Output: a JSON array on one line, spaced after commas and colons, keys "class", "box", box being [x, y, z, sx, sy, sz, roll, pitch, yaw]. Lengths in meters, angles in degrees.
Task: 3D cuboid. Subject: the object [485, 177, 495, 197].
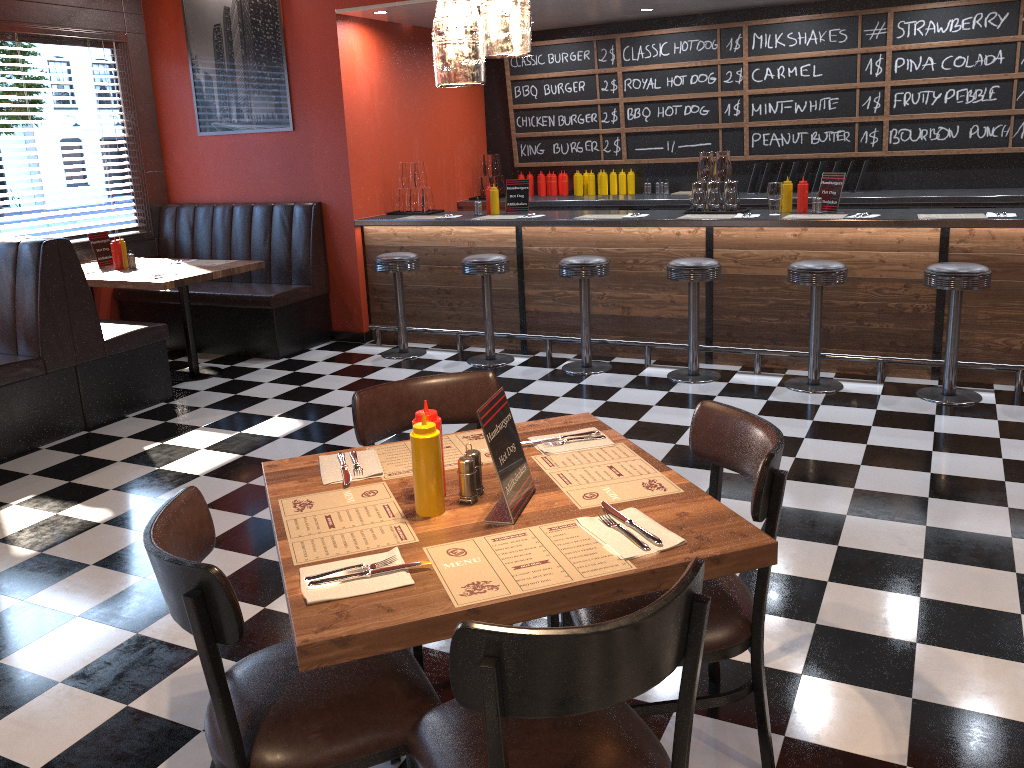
[{"class": "object", "box": [-0.213, -1.905, 8.599, 0.105, 0.207, 0.106, 0, 14, 11]}]

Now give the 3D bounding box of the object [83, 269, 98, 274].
[{"class": "object", "box": [-3.093, -0.804, 6.364, 0.157, 0.019, 0.257, 3, 17, 20]}]

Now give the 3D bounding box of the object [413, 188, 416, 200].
[{"class": "object", "box": [-0.805, -1.533, 7.383, 0.105, 0.207, 0.106, 0, 14, 11]}]

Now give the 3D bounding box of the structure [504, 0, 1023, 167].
[{"class": "structure", "box": [2.018, -2.506, 7.621, 4.548, 1.135, 0.202, 5, 16, 26]}]

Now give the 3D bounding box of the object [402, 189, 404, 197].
[{"class": "object", "box": [-0.903, -1.546, 7.444, 0.105, 0.207, 0.106, 0, 14, 11]}]

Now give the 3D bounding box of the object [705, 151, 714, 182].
[{"class": "object", "box": [1.380, -1.535, 6.254, 0.105, 0.207, 0.106, -7, 15, -18]}]

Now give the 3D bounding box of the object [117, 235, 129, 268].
[{"class": "object", "box": [-2.891, -0.983, 6.563, 0.068, 0.235, 0.068, 3, 15, 24]}]

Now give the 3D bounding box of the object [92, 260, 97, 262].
[{"class": "object", "box": [-3.235, -0.995, 7.064, 0.158, 0.019, 0.257, 6, 18, 29]}]

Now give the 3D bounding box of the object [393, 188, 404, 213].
[{"class": "object", "box": [-0.940, -1.515, 7.341, 0.105, 0.207, 0.106, 0, 14, 11]}]

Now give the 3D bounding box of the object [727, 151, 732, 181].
[{"class": "object", "box": [1.489, -1.528, 6.211, 0.105, 0.207, 0.106, -7, 15, -18]}]

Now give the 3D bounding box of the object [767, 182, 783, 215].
[{"class": "object", "box": [1.744, -1.229, 5.876, 0.105, 0.207, 0.106, -7, 15, -18]}]

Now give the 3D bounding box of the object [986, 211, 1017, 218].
[{"class": "object", "box": [2.885, -1.002, 5.224, 0.157, 0.019, 0.257, 5, 18, 26]}]

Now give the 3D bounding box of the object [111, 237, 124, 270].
[{"class": "object", "box": [-2.887, -0.958, 6.472, 0.068, 0.235, 0.068, 3, 15, 24]}]

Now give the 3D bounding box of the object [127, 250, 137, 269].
[{"class": "object", "box": [-2.788, -0.914, 6.490, 0.047, 0.134, 0.094, -13, 18, -37]}]

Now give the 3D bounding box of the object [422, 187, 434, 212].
[{"class": "object", "box": [-0.698, -1.524, 7.331, 0.105, 0.207, 0.106, 0, 14, 11]}]

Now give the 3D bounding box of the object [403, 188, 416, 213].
[{"class": "object", "box": [-0.846, -1.504, 7.285, 0.105, 0.207, 0.106, 0, 14, 11]}]

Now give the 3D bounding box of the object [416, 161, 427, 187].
[{"class": "object", "box": [-0.759, -1.730, 7.309, 0.105, 0.207, 0.106, 0, 14, 11]}]

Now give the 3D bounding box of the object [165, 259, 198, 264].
[{"class": "object", "box": [-2.512, -0.925, 6.695, 0.157, 0.019, 0.257, 4, 17, 23]}]

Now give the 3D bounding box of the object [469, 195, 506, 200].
[{"class": "object", "box": [-0.211, -1.842, 8.725, 0.273, 0.018, 0.441, 5, 18, 26]}]

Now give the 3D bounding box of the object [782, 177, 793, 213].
[{"class": "object", "box": [1.859, -1.280, 5.983, 0.068, 0.235, 0.068, 8, 18, 38]}]

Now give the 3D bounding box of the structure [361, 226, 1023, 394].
[{"class": "structure", "box": [1.942, -0.478, 5.640, 7.049, 1.029, 0.217, 5, 16, 26]}]

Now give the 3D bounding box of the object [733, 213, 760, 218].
[{"class": "object", "box": [1.556, -1.117, 5.860, 0.157, 0.019, 0.257, 4, 17, 22]}]

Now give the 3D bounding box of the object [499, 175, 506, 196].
[{"class": "object", "box": [-0.100, -1.967, 8.797, 0.105, 0.207, 0.106, 0, 14, 11]}]

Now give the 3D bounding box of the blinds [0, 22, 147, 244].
[{"class": "blinds", "box": [-3.595, -1.847, 6.670, 0.099, 1.618, 1.886, 4, 16, 26]}]

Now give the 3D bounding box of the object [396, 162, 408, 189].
[{"class": "object", "box": [-0.903, -1.712, 7.271, 0.105, 0.207, 0.106, 0, 14, 11]}]

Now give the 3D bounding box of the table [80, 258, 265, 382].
[{"class": "table", "box": [-2.785, -0.480, 6.608, 1.694, 0.766, 0.965, 5, 17, 26]}]

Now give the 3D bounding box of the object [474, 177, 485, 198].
[{"class": "object", "box": [-0.323, -1.912, 8.640, 0.105, 0.207, 0.106, 0, 14, 11]}]

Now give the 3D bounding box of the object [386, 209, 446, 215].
[{"class": "object", "box": [-0.801, -1.425, 7.352, 0.437, 0.018, 0.275, 5, 18, 26]}]

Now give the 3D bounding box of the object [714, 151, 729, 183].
[{"class": "object", "box": [1.445, -1.497, 6.111, 0.105, 0.207, 0.106, -7, 15, -18]}]

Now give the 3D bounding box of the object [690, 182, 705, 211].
[{"class": "object", "box": [1.308, -1.313, 6.244, 0.105, 0.207, 0.106, -7, 15, -18]}]

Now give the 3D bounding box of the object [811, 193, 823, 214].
[{"class": "object", "box": [2.002, -1.185, 5.814, 0.047, 0.134, 0.094, -6, 15, -13]}]

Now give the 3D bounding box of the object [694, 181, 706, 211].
[{"class": "object", "box": [1.345, -1.344, 6.346, 0.105, 0.207, 0.106, -7, 15, -18]}]

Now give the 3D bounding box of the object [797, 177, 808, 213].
[{"class": "object", "box": [1.939, -1.263, 5.908, 0.068, 0.235, 0.068, 8, 18, 38]}]

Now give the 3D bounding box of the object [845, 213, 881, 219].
[{"class": "object", "box": [2.195, -1.052, 5.521, 0.158, 0.019, 0.257, 11, 21, 40]}]

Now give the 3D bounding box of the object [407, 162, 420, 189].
[{"class": "object", "box": [-0.803, -1.699, 7.209, 0.105, 0.207, 0.106, 0, 14, 11]}]

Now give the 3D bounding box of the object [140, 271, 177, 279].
[{"class": "object", "box": [-2.391, -0.745, 6.038, 0.157, 0.019, 0.257, 5, 17, 25]}]

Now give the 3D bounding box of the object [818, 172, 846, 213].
[{"class": "object", "box": [2.097, -1.261, 5.842, 0.072, 0.254, 0.189, -10, 16, -27]}]

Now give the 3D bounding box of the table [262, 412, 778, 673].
[{"class": "table", "box": [-0.050, 0.638, 2.185, 0.961, 0.766, 0.965, -8, 16, -18]}]

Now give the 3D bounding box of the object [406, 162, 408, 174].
[{"class": "object", "box": [-0.867, -1.737, 7.352, 0.105, 0.207, 0.106, 0, 14, 11]}]

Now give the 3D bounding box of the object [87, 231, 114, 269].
[{"class": "object", "box": [-3.062, -1.006, 6.638, 0.072, 0.254, 0.190, 3, 15, 21]}]

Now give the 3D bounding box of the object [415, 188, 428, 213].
[{"class": "object", "box": [-0.739, -1.492, 7.224, 0.105, 0.207, 0.106, 0, 14, 11]}]

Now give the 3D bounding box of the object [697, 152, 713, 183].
[{"class": "object", "box": [1.344, -1.510, 6.173, 0.105, 0.207, 0.106, -7, 15, -18]}]

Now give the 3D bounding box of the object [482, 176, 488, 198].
[{"class": "object", "box": [-0.262, -1.944, 8.743, 0.105, 0.207, 0.106, 0, 14, 11]}]
